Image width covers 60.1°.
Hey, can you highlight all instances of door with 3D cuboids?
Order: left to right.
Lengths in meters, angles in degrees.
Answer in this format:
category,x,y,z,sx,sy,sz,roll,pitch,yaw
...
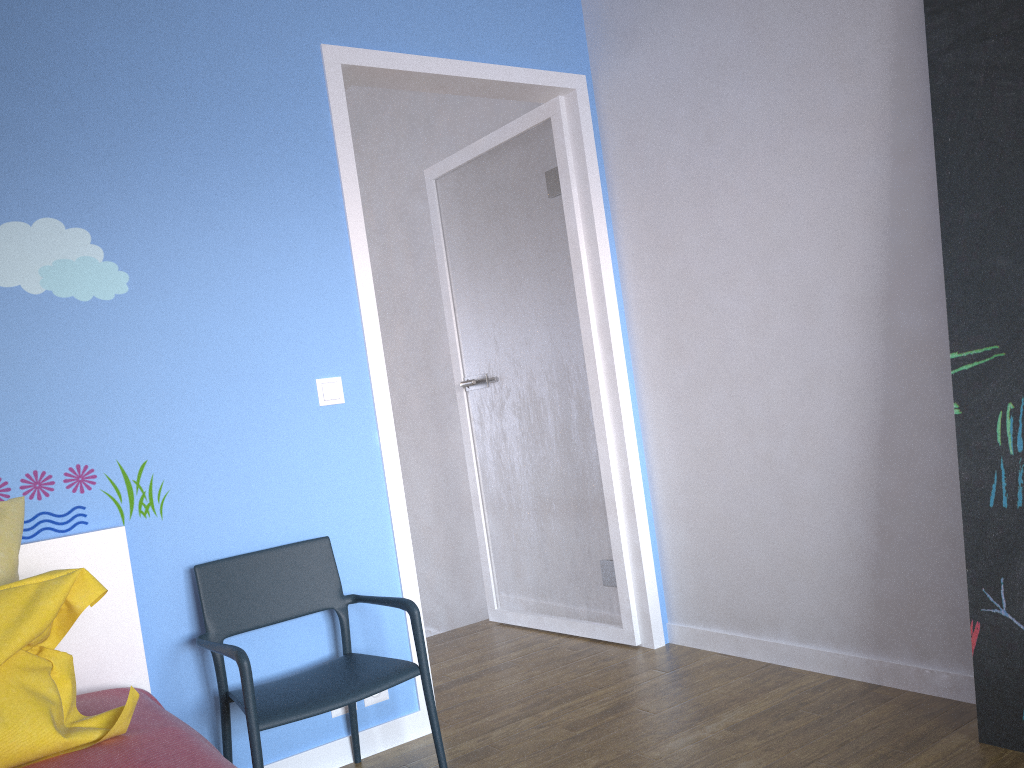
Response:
category,x,y,z,sx,sy,sz,roll,pitch,yaw
door,-0.280,0.027,3.398,1.029,2.131,1.001,-9,1,-34

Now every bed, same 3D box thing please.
category,x,y,z,sx,sy,sz,roll,pitch,yaw
bed,-0.918,0.725,0.883,1.919,0.812,2.325,-8,-1,-34

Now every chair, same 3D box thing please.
category,x,y,z,sx,sy,sz,roll,pitch,yaw
chair,-0.527,0.772,2.309,0.510,0.675,0.418,-9,1,-38

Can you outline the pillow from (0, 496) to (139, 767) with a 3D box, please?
category,x,y,z,sx,sy,sz,roll,pitch,yaw
pillow,-1.414,0.508,1.512,1.340,0.532,0.681,-8,-1,-33

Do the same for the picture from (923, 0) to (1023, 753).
category,x,y,z,sx,sy,sz,roll,pitch,yaw
picture,1.338,-0.186,1.775,0.207,2.021,0.960,-9,2,-34
